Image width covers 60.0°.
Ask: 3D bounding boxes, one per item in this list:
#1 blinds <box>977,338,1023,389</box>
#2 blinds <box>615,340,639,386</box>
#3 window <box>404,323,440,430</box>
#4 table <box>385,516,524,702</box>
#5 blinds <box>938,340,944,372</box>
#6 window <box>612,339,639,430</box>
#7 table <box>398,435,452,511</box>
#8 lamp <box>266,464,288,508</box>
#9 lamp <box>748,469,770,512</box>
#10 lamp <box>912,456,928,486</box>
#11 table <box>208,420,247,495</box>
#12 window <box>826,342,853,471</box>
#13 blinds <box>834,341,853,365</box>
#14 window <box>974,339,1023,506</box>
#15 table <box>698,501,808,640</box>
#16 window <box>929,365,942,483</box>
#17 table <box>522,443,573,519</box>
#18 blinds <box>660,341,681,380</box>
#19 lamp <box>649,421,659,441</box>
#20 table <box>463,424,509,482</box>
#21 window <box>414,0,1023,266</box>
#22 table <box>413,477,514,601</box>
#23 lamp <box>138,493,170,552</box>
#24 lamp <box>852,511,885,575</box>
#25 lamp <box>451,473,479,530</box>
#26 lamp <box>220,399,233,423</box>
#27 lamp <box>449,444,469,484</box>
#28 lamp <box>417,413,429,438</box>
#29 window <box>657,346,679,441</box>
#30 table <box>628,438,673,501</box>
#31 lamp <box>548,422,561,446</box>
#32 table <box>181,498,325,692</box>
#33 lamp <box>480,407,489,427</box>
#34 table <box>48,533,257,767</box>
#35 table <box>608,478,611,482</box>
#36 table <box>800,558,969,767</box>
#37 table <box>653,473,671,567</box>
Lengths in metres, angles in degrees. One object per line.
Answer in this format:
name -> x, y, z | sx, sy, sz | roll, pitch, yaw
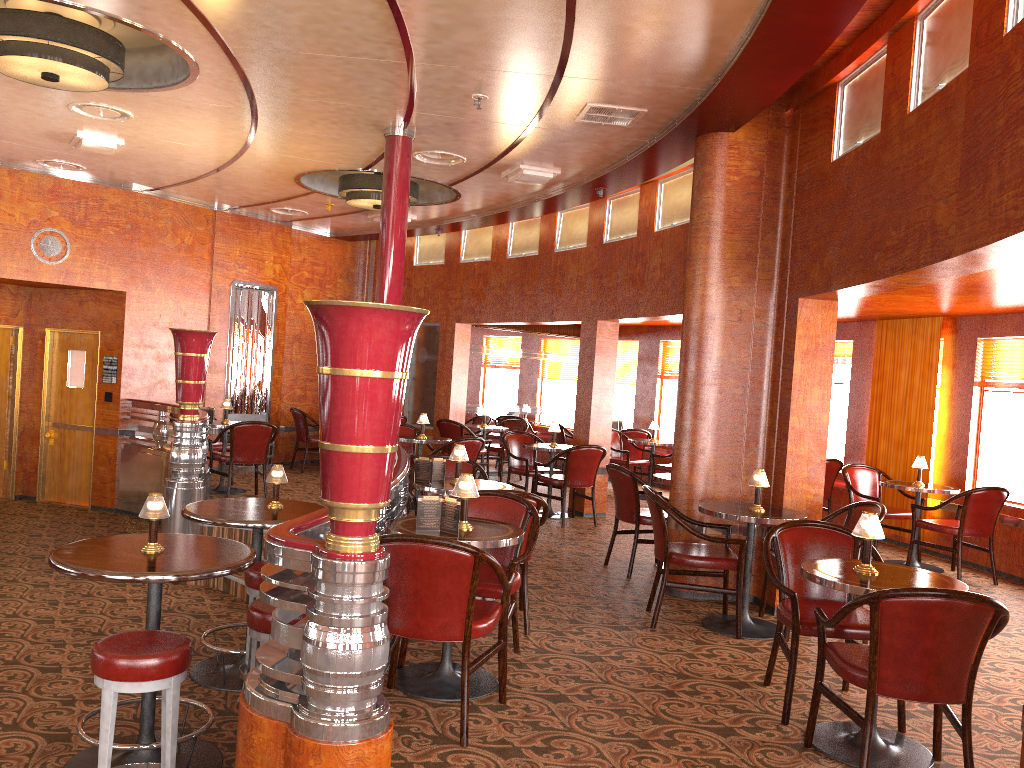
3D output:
blinds -> 4.323, -0.174, 7.598 | 0.057, 0.440, 0.803 | 4, 1, -13
blinds -> 1.589, -0.320, 13.177 | 0.050, 0.662, 0.803 | 3, 2, -40
window -> -1.140, -0.114, 12.231 | 0.257, 1.441, 0.806 | 2, 2, -45
table -> -0.287, 1.020, 4.103 | 0.640, 0.720, 0.639 | 3, 1, -27
blinds -> 3.998, -0.276, 8.805 | 0.057, 0.312, 0.803 | 3, 1, -18
window -> 1.585, 0.060, 13.206 | 0.151, 1.437, 0.838 | 3, 2, -40
table -> -0.964, 0.911, 9.136 | 0.640, 0.720, 0.639 | 3, 2, -41
lamp -> -1.395, 0.604, 5.253 | 0.130, 0.250, 0.130 | 5, 2, 31
lamp -> 1.492, 0.640, 5.372 | 0.130, 0.250, 0.130 | 3, 1, -23
lamp -> 3.543, 0.752, 7.705 | 0.130, 0.250, 0.130 | 4, 1, 11
table -> -3.024, 0.767, 9.305 | 0.640, 0.720, 0.639 | 3, 2, -41
window -> 3.559, 0.235, 10.010 | 0.040, 1.421, 0.819 | 3, 1, -23
blinds -> 3.558, -0.348, 9.977 | 0.057, 0.258, 0.803 | 3, 1, -23
window -> 4.333, 0.318, 7.620 | 0.040, 1.421, 0.819 | 4, 1, -13
table -> 1.432, 1.122, 5.385 | 0.639, 0.720, 0.640 | 5, 2, 40
window -> 4.002, 0.280, 8.834 | 0.040, 1.421, 0.819 | 3, 1, -18
table -> 0.402, 1.003, 9.223 | 0.640, 0.720, 0.639 | 3, 2, -41
blinds -> 2.345, -0.317, 12.174 | 0.057, 0.539, 0.803 | 3, 1, -34
lamp -> 1.774, 0.588, 11.094 | 0.130, 0.250, 0.130 | 3, 1, -23
table -> -0.383, 0.919, 11.672 | 0.640, 0.720, 0.639 | 3, 2, -41
window -> 0.890, -1.660, 6.805 | 1.957, 0.480, 11.942 | 4, 1, -13
table -> -0.329, 0.998, 5.655 | 0.640, 0.720, 0.639 | 4, 1, -9
lamp -> -1.578, 0.608, 3.908 | 0.130, 0.250, 0.130 | 5, 2, 40
lamp -> 1.486, 0.660, 3.703 | 0.130, 0.250, 0.130 | 3, 2, -41
lamp -> -0.217, 0.539, 4.082 | 0.130, 0.250, 0.130 | 5, 2, 31
lamp -> -2.994, 0.283, 9.294 | 0.130, 0.250, 0.130 | 3, 2, -41
lamp -> -0.341, 0.510, 5.659 | 0.130, 0.250, 0.130 | 3, 1, -23
lamp -> -0.916, 0.428, 9.103 | 0.130, 0.250, 0.130 | 3, 1, -23
window -> 2.352, 0.125, 12.211 | 0.040, 1.421, 0.819 | 3, 2, -34
table -> 1.746, 1.072, 11.107 | 0.639, 0.720, 0.640 | 5, 1, 31
lamp -> 0.439, 0.520, 9.219 | 0.130, 0.250, 0.130 | 4, 1, -14
table -> -1.504, 1.204, 5.175 | 0.849, 0.960, 0.849 | 4, 1, 0
lamp -> -0.362, 0.434, 11.680 | 0.130, 0.250, 0.130 | 3, 1, -23
table -> -1.594, 1.213, 3.916 | 0.849, 0.960, 0.849 | 4, 1, 22
table -> 1.285, 1.020, 12.750 | 0.640, 0.720, 0.639 | 4, 1, 0
table -> 1.503, 1.148, 3.670 | 0.640, 0.720, 0.639 | 4, 1, -18
table -> 1.409, 1.101, 6.980 | 0.639, 0.720, 0.640 | 5, 1, 31
